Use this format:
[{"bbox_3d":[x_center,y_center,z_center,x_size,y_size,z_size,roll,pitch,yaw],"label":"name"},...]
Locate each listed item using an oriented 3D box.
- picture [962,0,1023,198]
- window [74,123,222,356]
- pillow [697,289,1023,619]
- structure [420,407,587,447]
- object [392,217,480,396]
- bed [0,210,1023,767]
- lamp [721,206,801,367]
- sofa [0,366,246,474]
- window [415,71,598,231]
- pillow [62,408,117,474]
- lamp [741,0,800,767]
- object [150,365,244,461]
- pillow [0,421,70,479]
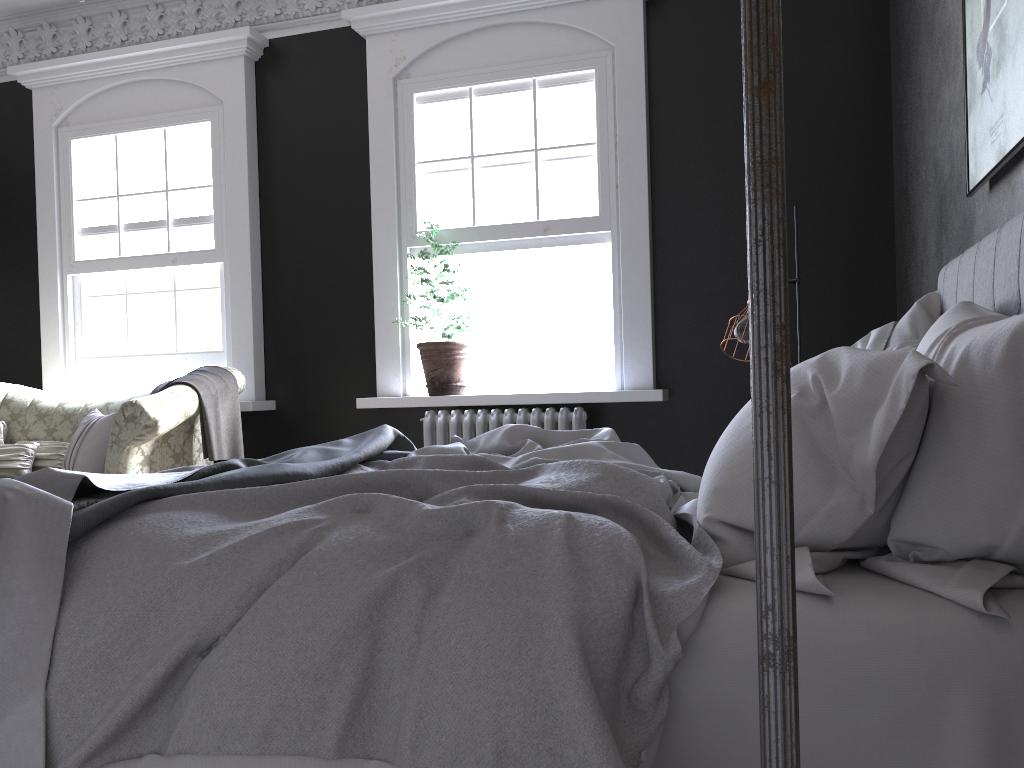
[{"bbox_3d":[1.365,-1.148,2.516,0.014,1.079,0.791,-1,0,17],"label":"picture"},{"bbox_3d":[-2.686,-1.034,6.524,1.263,1.672,0.056,-2,1,17],"label":"window"},{"bbox_3d":[0.843,0.084,2.219,0.680,0.760,1.830,-2,0,17],"label":"pillow"},{"bbox_3d":[-0.037,0.574,5.534,1.141,0.849,0.276,-2,1,17],"label":"structure"},{"bbox_3d":[-0.468,-0.491,5.710,0.505,1.134,0.474,-2,1,-33],"label":"object"},{"bbox_3d":[-0.199,0.303,2.599,3.283,1.298,2.765,-2,0,5],"label":"bed"},{"bbox_3d":[1.593,0.024,4.433,1.717,1.779,0.437,-2,1,-35],"label":"lamp"},{"bbox_3d":[-2.940,0.504,5.723,2.813,1.161,1.605,-2,0,18],"label":"sofa"},{"bbox_3d":[-0.041,-1.445,5.716,1.263,1.017,0.056,-2,1,17],"label":"window"},{"bbox_3d":[-2.462,0.379,5.526,0.964,0.461,0.405,-2,0,24],"label":"pillow"},{"bbox_3d":[0.219,-0.286,0.775,0.986,2.412,0.772,-2,1,-40],"label":"lamp"},{"bbox_3d":[-1.998,0.188,5.539,0.517,0.585,1.367,-2,0,-24],"label":"object"},{"bbox_3d":[-3.424,0.430,5.795,1.105,0.416,0.529,-2,0,17],"label":"pillow"}]
